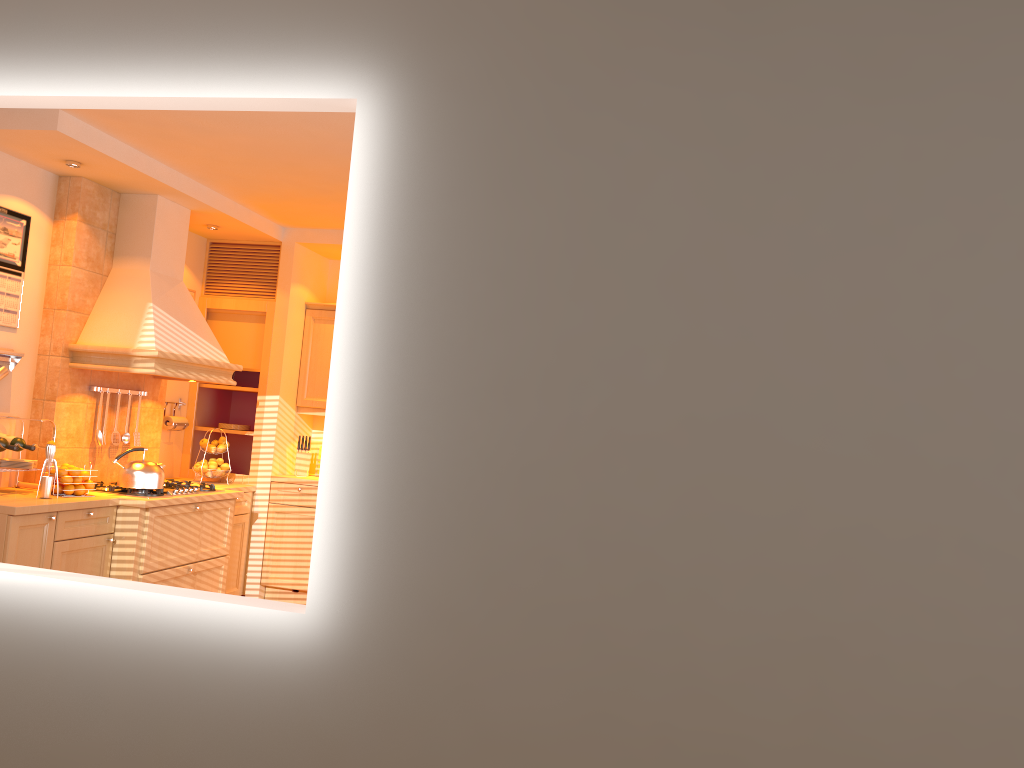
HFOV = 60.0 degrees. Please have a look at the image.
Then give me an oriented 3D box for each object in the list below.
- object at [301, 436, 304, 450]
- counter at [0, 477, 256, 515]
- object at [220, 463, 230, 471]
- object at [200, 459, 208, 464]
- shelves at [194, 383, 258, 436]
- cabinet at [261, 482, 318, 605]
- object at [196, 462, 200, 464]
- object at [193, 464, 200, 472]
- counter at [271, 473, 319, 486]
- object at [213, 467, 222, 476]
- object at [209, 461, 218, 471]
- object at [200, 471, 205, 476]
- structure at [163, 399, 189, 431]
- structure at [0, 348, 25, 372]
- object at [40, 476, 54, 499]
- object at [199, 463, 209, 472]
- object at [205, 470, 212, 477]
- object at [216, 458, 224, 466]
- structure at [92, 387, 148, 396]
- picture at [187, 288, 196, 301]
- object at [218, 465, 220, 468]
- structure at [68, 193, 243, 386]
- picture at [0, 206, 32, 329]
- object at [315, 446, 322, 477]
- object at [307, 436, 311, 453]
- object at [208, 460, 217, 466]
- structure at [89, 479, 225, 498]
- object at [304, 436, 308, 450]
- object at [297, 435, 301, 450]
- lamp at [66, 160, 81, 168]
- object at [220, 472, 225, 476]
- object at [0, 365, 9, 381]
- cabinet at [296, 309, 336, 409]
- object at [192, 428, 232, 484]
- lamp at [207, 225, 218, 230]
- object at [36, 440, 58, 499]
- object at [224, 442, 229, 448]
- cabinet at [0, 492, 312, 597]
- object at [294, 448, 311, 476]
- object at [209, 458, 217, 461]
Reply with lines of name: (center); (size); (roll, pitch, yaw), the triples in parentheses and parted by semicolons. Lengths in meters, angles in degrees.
object: (-1.516, 0.503, 6.380); (0.019, 0.265, 0.038); (5, -3, -5)
counter: (-2.220, 0.631, 5.117); (0.770, 0.038, 2.250); (4, -3, 12)
object: (-1.959, 0.569, 6.059); (0.064, 0.060, 0.063); (4, -3, 27)
object: (-2.098, 0.543, 6.047); (0.055, 0.058, 0.056); (8, -4, -42)
shelves: (-1.976, 0.382, 6.553); (0.600, 0.702, 0.582); (4, -3, 12)
cabinet: (-0.161, 0.878, 6.112); (3.000, 1.700, 0.625); (4, -3, 12)
object: (-2.160, 0.560, 6.121); (0.044, 0.047, 0.046); (3, -4, 33)
object: (-2.137, 0.570, 6.031); (0.056, 0.057, 0.053); (6, -3, -11)
counter: (-0.735, 0.744, 6.256); (1.800, 0.038, 0.600); (4, -3, 12)
object: (-2.004, 0.596, 6.024); (0.064, 0.062, 0.064); (5, -3, -1)
object: (-2.016, 0.554, 5.986); (0.056, 0.063, 0.065); (6, -3, -12)
object: (-2.110, 0.606, 6.060); (0.046, 0.043, 0.047); (7, -3, -28)
structure: (-2.311, 0.206, 6.067); (0.126, 0.220, 0.320); (4, -3, 12)
structure: (-2.655, -0.136, 4.493); (0.069, 0.118, 0.405); (4, -3, 12)
object: (-2.309, 0.512, 4.396); (0.060, 0.106, 0.060); (6, -3, -20)
object: (-2.082, 0.566, 5.993); (0.063, 0.063, 0.063); (4, -3, 24)
object: (-2.063, 0.605, 6.035); (0.052, 0.056, 0.057); (7, -3, -25)
object: (-1.995, 0.531, 6.059); (0.050, 0.052, 0.049); (4, -3, 20)
structure: (-2.340, 0.044, 5.309); (0.009, 0.024, 0.506); (4, -3, 12)
picture: (-2.311, -0.432, 6.120); (0.007, 0.491, 0.366); (4, -3, 12)
object: (-2.021, 0.563, 6.117); (0.057, 0.059, 0.058); (6, -3, -24)
structure: (-0.507, -0.359, 5.675); (4.091, 1.148, 1.061); (6, -3, -14)
picture: (-2.642, -0.610, 4.523); (0.009, 0.605, 0.417); (4, -3, 12)
object: (-1.326, 0.575, 6.517); (0.200, 0.221, 0.103); (4, -3, 12)
object: (-1.470, 0.508, 6.391); (0.019, 0.265, 0.037); (5, -3, -5)
object: (-2.037, 0.547, 6.038); (0.063, 0.061, 0.063); (6, -3, -14)
structure: (-2.117, 0.604, 5.226); (0.494, 0.051, 0.797); (4, -3, 12)
object: (-1.493, 0.505, 6.386); (0.019, 0.265, 0.038); (5, -3, -5)
object: (-1.536, 0.501, 6.374); (0.019, 0.265, 0.037); (6, -3, -24)
lamp: (-2.281, -1.141, 4.610); (0.070, 0.021, 0.070); (5, -3, -5)
object: (-2.003, 0.609, 6.090); (0.063, 0.061, 0.064); (6, -3, -10)
object: (-2.628, -0.057, 4.533); (0.066, 0.111, 0.103); (5, -3, 6)
cabinet: (-0.629, -0.114, 6.432); (1.792, 0.712, 0.332); (4, -3, 12)
object: (-2.049, 0.490, 6.090); (0.265, 0.376, 0.265); (7, -3, -29)
lamp: (-2.003, -1.046, 5.929); (0.070, 0.021, 0.070); (5, -3, -5)
object: (-2.304, 0.421, 4.387); (0.101, 0.288, 0.088); (4, -3, 12)
object: (-1.987, 0.422, 6.140); (0.057, 0.060, 0.058); (3, -4, 34)
cabinet: (-2.016, 1.103, 5.348); (1.141, 0.840, 2.850); (4, -3, 12)
object: (-1.509, 0.563, 6.394); (0.100, 0.200, 0.070); (6, -3, -14)
object: (-2.053, 0.529, 6.089); (0.051, 0.048, 0.050); (8, -4, -44)
